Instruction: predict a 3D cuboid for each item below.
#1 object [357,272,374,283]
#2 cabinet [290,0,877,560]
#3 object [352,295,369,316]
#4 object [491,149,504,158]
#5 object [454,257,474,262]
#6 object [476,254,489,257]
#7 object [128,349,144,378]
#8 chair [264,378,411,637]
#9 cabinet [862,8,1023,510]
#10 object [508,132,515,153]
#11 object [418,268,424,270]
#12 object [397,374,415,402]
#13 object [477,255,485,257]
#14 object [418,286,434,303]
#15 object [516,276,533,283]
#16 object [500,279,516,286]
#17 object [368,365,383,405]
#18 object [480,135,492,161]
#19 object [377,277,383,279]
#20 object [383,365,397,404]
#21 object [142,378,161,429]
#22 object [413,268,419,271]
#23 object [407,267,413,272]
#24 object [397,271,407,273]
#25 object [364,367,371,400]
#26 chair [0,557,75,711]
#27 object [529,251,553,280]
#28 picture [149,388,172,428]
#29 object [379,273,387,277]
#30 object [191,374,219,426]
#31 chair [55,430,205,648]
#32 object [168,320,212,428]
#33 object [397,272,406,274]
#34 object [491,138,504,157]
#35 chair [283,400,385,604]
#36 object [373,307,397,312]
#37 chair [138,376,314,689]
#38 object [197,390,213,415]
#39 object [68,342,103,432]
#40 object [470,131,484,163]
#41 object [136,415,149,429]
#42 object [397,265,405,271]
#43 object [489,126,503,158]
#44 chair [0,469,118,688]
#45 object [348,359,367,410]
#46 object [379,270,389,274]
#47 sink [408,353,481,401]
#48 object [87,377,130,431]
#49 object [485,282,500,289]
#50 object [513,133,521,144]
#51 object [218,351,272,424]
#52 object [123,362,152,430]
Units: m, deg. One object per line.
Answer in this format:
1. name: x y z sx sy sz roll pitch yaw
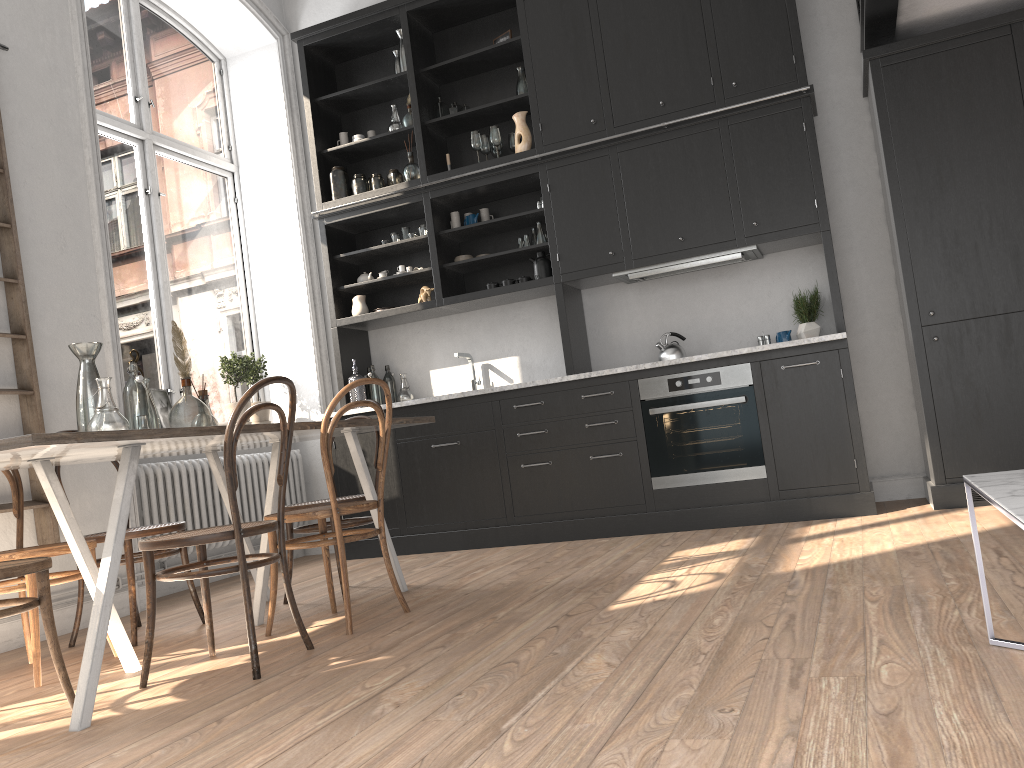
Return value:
1. object: -1.012 -0.723 6.123 0.125 0.100 0.140 -8 -4 3
2. cabinet: 0.252 -0.865 5.487 3.252 3.581 0.635 -9 -4 21
3. object: -1.034 -0.520 6.028 0.115 0.144 0.127 -7 -3 0
4. object: -0.092 -1.502 5.858 0.083 0.221 0.083 -5 -4 -37
5. object: -1.755 0.135 3.368 0.792 1.841 5.827 -9 -4 26
6. object: -0.183 -0.832 5.873 0.112 0.036 0.113 -6 -4 -26
7. object: -2.194 0.036 5.201 0.122 0.488 0.102 -4 -5 -44
8. chair: -0.701 0.470 3.445 0.549 0.920 0.438 -10 -4 32
9. cabinet: 2.709 -0.638 4.525 1.401 2.370 0.633 -9 -4 21
10. object: 0.022 -1.522 5.782 0.083 0.221 0.083 -9 -4 20
11. object: -0.612 -0.766 5.959 0.048 0.041 0.058 -7 -4 -1
12. object: -0.736 0.040 6.090 0.120 0.219 0.132 -9 -4 21
13. object: -0.182 -0.824 5.872 0.124 0.036 0.124 -8 -4 9
14. object: -0.566 -0.584 5.828 0.069 0.123 0.173 -5 -4 -37
15. object: 0.078 -0.651 5.590 0.088 0.059 0.104 -10 -4 30
16. object: -0.022 -0.637 5.606 0.104 0.059 0.088 -7 -4 0
17. object: -0.933 0.022 6.018 0.086 0.301 0.086 -8 -3 7
18. object: -0.166 -1.499 5.752 0.083 0.221 0.083 -8 -3 13
19. object: -0.874 -0.717 6.039 0.085 0.017 0.085 -9 -4 17
20. object: -0.850 0.020 6.157 0.086 0.301 0.086 -6 -4 -23
21. object: -1.408 0.106 3.402 0.100 0.255 0.098 -7 -3 -2
22. object: -0.638 -0.758 5.960 0.049 0.041 0.056 -7 -4 -6
23. object: -0.688 -0.755 5.935 0.049 0.054 0.039 -4 -5 -43
24. object: -0.737 -0.746 5.975 0.085 0.016 0.085 -5 -4 -28
25. object: -0.971 0.034 6.136 0.086 0.301 0.086 -10 -4 35
26. chair: -1.567 0.516 2.443 0.438 0.920 0.549 -9 -4 29
27. object: 0.196 -0.735 5.569 0.124 0.191 0.129 -4 -5 -41
28. picture: -2.148 0.162 5.385 0.149 0.264 0.221 -8 -3 5
29. object: -0.875 -0.731 6.039 0.055 0.033 0.058 -7 -4 -4
30. object: -1.251 0.084 3.584 0.107 0.283 0.107 -8 -3 16
31. chair: -1.676 0.622 3.820 0.549 0.920 0.438 -9 -4 28
32. object: -1.251 -0.011 3.404 0.157 0.446 0.156 -10 -4 39
33. object: -0.734 -0.739 5.974 0.085 0.016 0.085 -5 -5 -37
34. object: -0.090 -1.511 5.722 0.083 0.221 0.083 -9 -4 20
35. chair: -0.837 0.540 4.249 0.438 0.920 0.549 -10 -4 34
36. object: -0.856 -0.488 6.034 0.180 0.037 0.180 -8 -4 6
37. chair: -0.948 0.467 2.913 0.549 0.920 0.438 -8 -4 17
38. object: -1.280 0.131 3.703 0.101 0.211 0.101 -6 -4 -30
39. object: -1.530 0.046 3.223 0.116 0.382 0.116 -10 -4 32
40. object: -0.219 -1.498 5.662 0.083 0.221 0.083 -5 -4 -37
41. object: -1.312 0.159 3.158 0.058 0.094 0.058 -5 -4 -41
42. object: -0.744 -0.769 5.980 0.049 0.055 0.039 -11 -5 42
43. object: -0.098 -1.517 5.616 0.083 0.221 0.083 -6 -4 -22
44. chair: -1.812 0.603 3.258 0.549 0.920 0.438 -9 -4 19
45. object: -1.039 0.004 5.932 0.109 0.349 0.109 -8 -3 2
46. object: -0.878 -0.751 6.040 0.058 0.047 0.055 -10 -4 36
47. sink: -0.337 0.043 5.744 0.526 0.504 0.514 -9 -4 21
48. object: -1.359 0.090 2.974 0.132 0.219 0.132 -8 -3 10
49. object: -0.123 -0.621 5.654 0.104 0.059 0.088 -8 -4 10
50. object: 0.042 -1.513 5.676 0.046 0.186 0.046 -7 -3 -6
51. object: -1.841 0.033 6.121 0.234 0.523 0.500 -8 -4 10
52. object: -1.385 0.071 3.272 0.086 0.301 0.086 -8 -3 7
